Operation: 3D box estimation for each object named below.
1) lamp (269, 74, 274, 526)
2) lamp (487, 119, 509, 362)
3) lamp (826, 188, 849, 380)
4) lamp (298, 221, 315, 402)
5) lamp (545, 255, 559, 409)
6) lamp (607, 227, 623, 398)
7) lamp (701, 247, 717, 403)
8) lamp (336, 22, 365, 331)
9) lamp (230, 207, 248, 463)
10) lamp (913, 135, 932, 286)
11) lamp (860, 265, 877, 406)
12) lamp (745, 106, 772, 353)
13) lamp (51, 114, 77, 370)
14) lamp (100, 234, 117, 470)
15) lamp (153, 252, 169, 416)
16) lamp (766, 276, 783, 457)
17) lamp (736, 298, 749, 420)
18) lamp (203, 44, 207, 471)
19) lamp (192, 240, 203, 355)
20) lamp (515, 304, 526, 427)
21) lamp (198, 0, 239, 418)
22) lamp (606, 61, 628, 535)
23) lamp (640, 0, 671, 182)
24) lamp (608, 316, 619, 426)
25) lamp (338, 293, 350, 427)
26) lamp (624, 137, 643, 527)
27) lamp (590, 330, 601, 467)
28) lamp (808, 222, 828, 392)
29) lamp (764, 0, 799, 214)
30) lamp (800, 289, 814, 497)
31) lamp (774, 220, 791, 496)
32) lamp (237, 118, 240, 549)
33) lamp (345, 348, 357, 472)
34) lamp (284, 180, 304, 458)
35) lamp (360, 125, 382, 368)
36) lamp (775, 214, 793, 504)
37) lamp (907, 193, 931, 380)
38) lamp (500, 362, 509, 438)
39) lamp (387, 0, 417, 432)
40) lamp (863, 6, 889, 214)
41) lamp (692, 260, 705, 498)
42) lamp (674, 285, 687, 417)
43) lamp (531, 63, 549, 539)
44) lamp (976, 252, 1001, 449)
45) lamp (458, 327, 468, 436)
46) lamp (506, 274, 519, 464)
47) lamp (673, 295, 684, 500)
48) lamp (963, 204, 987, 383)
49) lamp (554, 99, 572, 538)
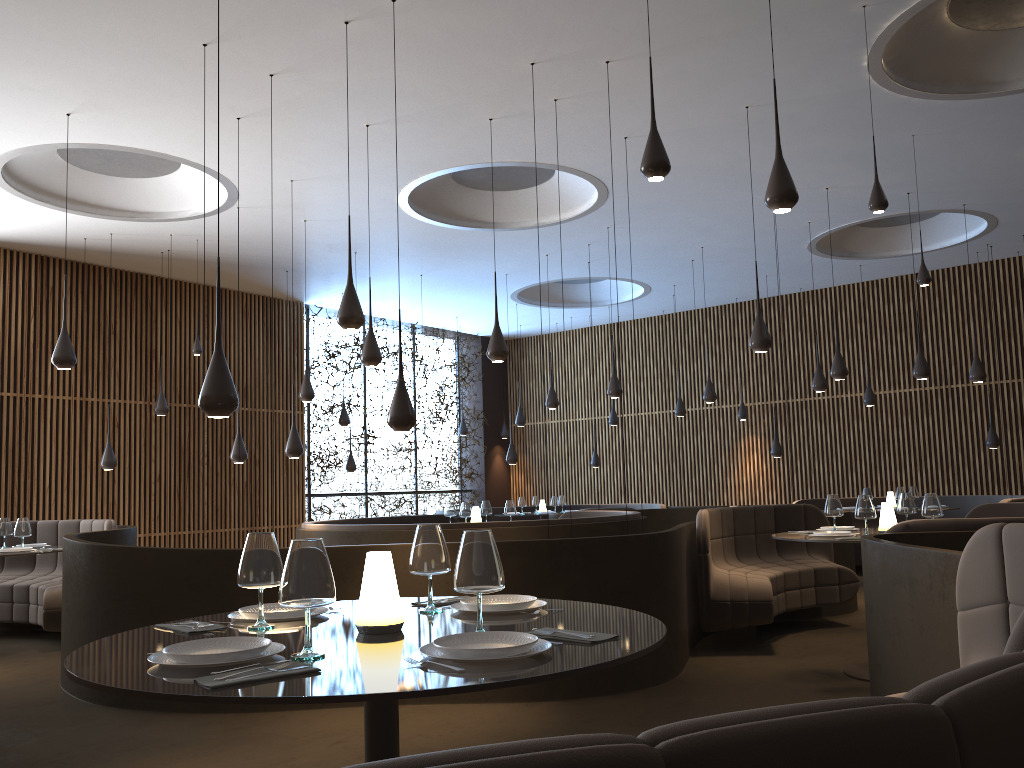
[{"bbox_3d":[-1.828,0.646,6.797,0.196,6.261,0.196,-7,-7,43],"label":"lamp"},{"bbox_3d":[-0.159,-1.302,7.957,0.196,2.218,0.196,-5,-6,33],"label":"lamp"},{"bbox_3d":[3.673,-1.154,10.133,0.196,2.218,0.196,0,-6,-17],"label":"lamp"},{"bbox_3d":[-2.496,-0.890,10.739,0.196,2.218,0.196,-5,-6,33],"label":"lamp"},{"bbox_3d":[0.540,-0.751,12.669,0.196,2.218,0.196,0,-6,-17],"label":"lamp"},{"bbox_3d":[1.282,-0.928,11.423,0.196,2.218,0.196,0,-6,-17],"label":"lamp"},{"bbox_3d":[2.742,-0.841,12.520,0.196,2.218,0.196,0,-6,-17],"label":"lamp"},{"bbox_3d":[-1.148,-1.476,6.230,0.196,2.218,0.196,0,-6,-17],"label":"lamp"},{"bbox_3d":[-3.132,-0.577,10.153,0.196,2.954,0.196,-1,-5,-7],"label":"lamp"},{"bbox_3d":[3.983,-1.705,8.681,0.133,1.505,0.133,-5,-6,33],"label":"lamp"},{"bbox_3d":[5.529,-0.764,13.872,0.196,2.218,0.196,-3,-6,13],"label":"lamp"},{"bbox_3d":[2.147,-1.384,7.864,0.196,2.218,0.196,-1,-5,-7],"label":"lamp"},{"bbox_3d":[-3.814,-1.230,7.582,0.196,2.218,0.196,0,-6,-17],"label":"lamp"},{"bbox_3d":[-4.989,-0.417,10.998,0.196,2.954,0.196,-4,-6,23],"label":"lamp"},{"bbox_3d":[-4.715,-0.681,11.931,0.196,2.218,0.196,1,-6,-27],"label":"lamp"},{"bbox_3d":[4.203,-0.297,14.346,0.196,2.954,0.196,-4,-6,23],"label":"lamp"},{"bbox_3d":[4.131,-0.455,16.072,0.196,2.218,0.196,-4,-6,23],"label":"lamp"},{"bbox_3d":[-2.187,0.597,6.296,0.196,6.261,0.196,0,-6,-17],"label":"lamp"},{"bbox_3d":[-4.061,-1.121,11.438,0.133,1.505,0.133,-5,-6,33],"label":"lamp"},{"bbox_3d":[0.120,-0.345,15.953,0.196,2.218,0.196,-4,-6,23],"label":"lamp"},{"bbox_3d":[-1.502,-1.305,4.538,0.196,2.954,0.196,0,-6,-17],"label":"lamp"},{"bbox_3d":[0.855,0.558,6.752,0.196,6.261,0.196,-4,-6,23],"label":"lamp"},{"bbox_3d":[0.596,-1.623,3.877,0.132,1.495,0.132,-7,-7,43],"label":"lamp"},{"bbox_3d":[1.847,-0.336,16.471,0.196,2.218,0.196,-4,-6,23],"label":"lamp"},{"bbox_3d":[-2.798,-0.406,14.703,0.196,2.218,0.196,0,-6,-17],"label":"lamp"},{"bbox_3d":[1.196,0.732,8.288,0.196,6.261,0.196,0,-6,-17],"label":"lamp"},{"bbox_3d":[1.570,0.134,17.241,0.196,2.954,0.196,-4,-6,23],"label":"lamp"},{"bbox_3d":[3.914,-1.005,11.463,0.196,2.218,0.196,0,-6,-17],"label":"lamp"},{"bbox_3d":[1.221,-1.661,4.174,0.153,1.732,0.153,-2,-5,3],"label":"lamp"},{"bbox_3d":[5.154,1.449,15.234,0.196,6.261,0.196,2,-7,-37],"label":"lamp"},{"bbox_3d":[3.102,0.872,9.936,0.196,6.261,0.196,0,-6,-17],"label":"lamp"},{"bbox_3d":[-2.334,0.756,7.583,0.196,6.261,0.196,-7,-7,43],"label":"lamp"},{"bbox_3d":[-2.821,0.050,15.423,0.196,2.954,0.196,0,-6,-17],"label":"lamp"},{"bbox_3d":[-2.305,-0.702,9.329,0.196,2.954,0.196,-2,-5,3],"label":"lamp"},{"bbox_3d":[-1.288,-1.258,8.004,0.196,2.218,0.196,-7,-7,43],"label":"lamp"},{"bbox_3d":[3.387,0.967,10.790,0.196,6.261,0.196,0,-6,-17],"label":"lamp"},{"bbox_3d":[4.733,-1.157,10.406,0.196,2.218,0.196,-5,-6,33],"label":"lamp"},{"bbox_3d":[-0.191,0.077,19.375,0.196,2.218,0.196,1,-6,-27],"label":"lamp"},{"bbox_3d":[-0.765,-1.159,5.937,0.196,2.954,0.196,-7,-7,43],"label":"lamp"},{"bbox_3d":[2.540,-1.949,6.265,0.133,1.505,0.133,-5,-6,33],"label":"lamp"},{"bbox_3d":[2.812,1.256,13.036,0.196,6.261,0.196,2,-7,-37],"label":"lamp"},{"bbox_3d":[2.776,-0.559,14.860,0.196,2.218,0.196,-4,-6,23],"label":"lamp"},{"bbox_3d":[0.259,0.575,6.743,0.196,6.261,0.196,-4,-6,23],"label":"lamp"},{"bbox_3d":[7.070,-0.519,13.240,0.196,2.954,0.196,-4,-6,23],"label":"lamp"},{"bbox_3d":[-1.018,-0.064,17.990,0.196,2.218,0.196,1,-6,-27],"label":"lamp"},{"bbox_3d":[-0.040,-0.241,13.726,0.196,2.954,0.196,-5,-6,33],"label":"lamp"},{"bbox_3d":[2.963,1.539,15.424,0.196,6.261,0.196,2,-7,-37],"label":"lamp"},{"bbox_3d":[5.654,-1.124,10.917,0.196,2.218,0.196,-4,-6,23],"label":"lamp"},{"bbox_3d":[0.476,0.648,7.407,0.196,6.261,0.196,1,-6,-27],"label":"lamp"}]
